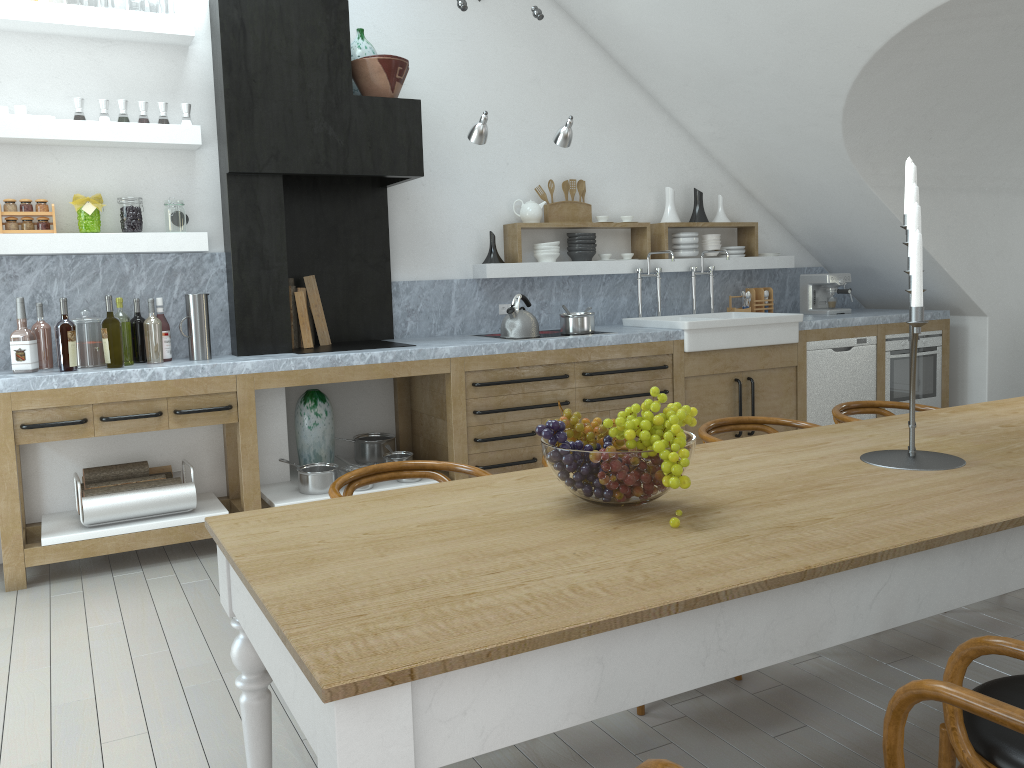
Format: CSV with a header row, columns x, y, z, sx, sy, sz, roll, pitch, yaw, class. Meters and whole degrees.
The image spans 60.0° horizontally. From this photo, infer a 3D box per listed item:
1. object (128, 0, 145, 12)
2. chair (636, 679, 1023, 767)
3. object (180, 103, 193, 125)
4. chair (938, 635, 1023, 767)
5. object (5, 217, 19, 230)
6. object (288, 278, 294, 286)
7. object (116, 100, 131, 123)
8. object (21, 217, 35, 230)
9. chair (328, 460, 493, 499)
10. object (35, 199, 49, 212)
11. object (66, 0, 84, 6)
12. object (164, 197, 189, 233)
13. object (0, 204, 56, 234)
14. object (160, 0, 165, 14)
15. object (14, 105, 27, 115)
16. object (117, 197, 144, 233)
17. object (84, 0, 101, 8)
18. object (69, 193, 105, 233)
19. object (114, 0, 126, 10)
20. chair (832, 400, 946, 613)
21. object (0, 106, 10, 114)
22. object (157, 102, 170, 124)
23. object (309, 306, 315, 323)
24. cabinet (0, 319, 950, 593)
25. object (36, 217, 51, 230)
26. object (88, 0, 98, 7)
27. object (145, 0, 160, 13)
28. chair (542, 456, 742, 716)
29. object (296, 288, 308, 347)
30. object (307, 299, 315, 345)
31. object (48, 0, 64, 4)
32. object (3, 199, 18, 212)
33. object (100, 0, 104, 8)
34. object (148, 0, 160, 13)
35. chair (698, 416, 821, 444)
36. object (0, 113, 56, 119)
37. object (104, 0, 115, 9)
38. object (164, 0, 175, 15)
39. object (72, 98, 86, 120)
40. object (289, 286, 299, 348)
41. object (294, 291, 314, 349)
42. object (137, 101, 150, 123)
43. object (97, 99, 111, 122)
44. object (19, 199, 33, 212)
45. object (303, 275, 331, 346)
x,y,z,sx,sy,sz,roll,pitch,yaw,class
-1.867,-1.873,4.413,0.077,0.085,0.077,-1,6,5,object
0.478,0.814,1.210,0.528,0.733,0.622,-5,6,-24,chair
-1.673,-1.378,4.554,0.068,0.124,0.064,-6,7,-33,object
1.103,0.748,1.580,0.528,0.733,0.622,-5,7,-27,chair
-2.398,-0.763,4.249,0.058,0.075,0.059,-2,6,-4,object
-1.334,-0.401,5.293,0.089,0.457,0.111,-5,6,-27,object
-1.936,-1.352,4.412,0.068,0.124,0.064,-6,7,-33,object
-2.338,-0.769,4.280,0.058,0.075,0.059,-2,6,-4,object
-0.266,0.654,2.743,0.528,0.733,0.622,-5,7,-27,chair
-2.282,-0.861,4.303,0.058,0.075,0.059,-2,6,-4,object
-2.113,-1.849,4.286,0.077,0.085,0.077,-1,6,5,object
-1.733,-0.867,4.575,0.103,0.177,0.208,-2,6,-5,object
-2.337,-0.793,4.277,0.237,0.146,0.120,-5,7,-27,object
-1.761,-1.932,4.484,0.054,0.178,0.054,2,7,39,object
-2.342,-1.291,4.225,0.054,0.071,0.054,-5,7,-28,object
-1.922,-0.851,4.474,0.120,0.182,0.120,-3,6,-12,object
-2.082,-1.865,4.372,0.094,0.093,0.094,-1,6,5,object
-2.098,-0.840,4.380,0.163,0.199,0.128,-6,7,-32,object
-1.953,-1.879,4.402,0.082,0.105,0.082,2,7,31,object
1.667,0.469,3.732,0.528,0.733,0.622,-5,7,-31,chair
-2.408,-1.279,4.193,0.058,0.061,0.057,-5,7,-28,object
-1.772,-1.368,4.503,0.068,0.124,0.064,-6,7,-33,object
-1.171,-0.357,5.363,0.113,0.251,0.057,-4,6,-24,object
0.344,0.234,5.830,6.434,1.019,1.006,-5,7,-27,cabinet
-2.279,-0.775,4.311,0.058,0.075,0.059,-2,6,-4,object
-2.031,-1.860,4.296,0.071,0.098,0.071,1,6,27,object
-1.836,-1.888,4.499,0.094,0.093,0.094,-1,6,5,object
0.404,0.597,3.022,0.528,0.733,0.622,-5,7,-30,chair
-1.234,-0.382,5.206,0.072,0.365,0.130,-3,5,-9,object
-1.252,-0.362,5.342,0.110,0.295,0.105,2,7,37,object
-2.199,-1.855,4.274,0.082,0.105,0.082,2,7,31,object
-2.401,-0.849,4.241,0.058,0.075,0.059,-2,6,-4,object
-2.007,-1.909,4.356,0.054,0.178,0.054,2,7,39,object
-1.785,-1.884,4.423,0.071,0.098,0.071,1,6,27,object
1.021,0.529,3.409,0.528,0.733,0.622,-5,6,-24,chair
-2.341,-1.263,4.228,0.295,0.025,0.113,-6,8,-27,object
-1.963,-1.908,4.310,0.063,0.186,0.063,1,6,31,object
-1.716,-1.932,4.438,0.063,0.186,0.063,1,6,31,object
-2.117,-1.336,4.335,0.068,0.124,0.064,-6,7,-33,object
-1.279,-0.384,5.133,0.068,0.366,0.131,-3,6,-13,object
-1.193,-0.365,5.094,0.081,0.335,0.148,-6,7,-37,object
-1.858,-1.361,4.468,0.068,0.124,0.064,-6,7,-33,object
-2.018,-1.346,4.387,0.068,0.124,0.064,-6,7,-33,object
-2.341,-0.855,4.272,0.058,0.075,0.059,-2,6,-4,object
-1.157,-0.435,5.276,0.148,0.426,0.078,-1,5,8,object
